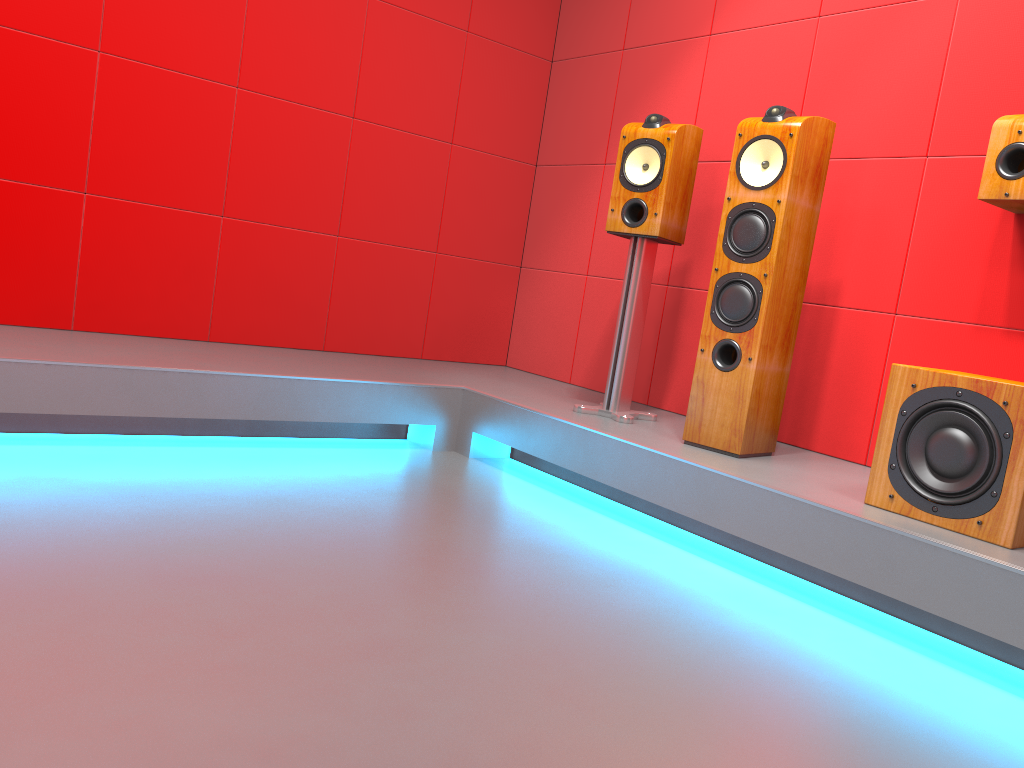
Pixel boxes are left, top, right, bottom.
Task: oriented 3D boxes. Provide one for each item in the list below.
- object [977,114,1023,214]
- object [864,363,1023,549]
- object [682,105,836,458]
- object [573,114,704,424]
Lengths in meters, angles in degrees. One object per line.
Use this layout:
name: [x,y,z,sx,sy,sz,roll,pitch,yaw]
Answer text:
object: [1.530,-0.589,2.291,0.235,0.271,0.493,4,8,-38]
object: [1.155,0.166,2.180,0.360,0.360,0.360,4,8,-38]
object: [0.759,-0.310,2.740,0.203,1.052,0.238,14,8,42]
object: [0.453,-0.405,3.145,0.231,1.058,0.265,13,7,32]
